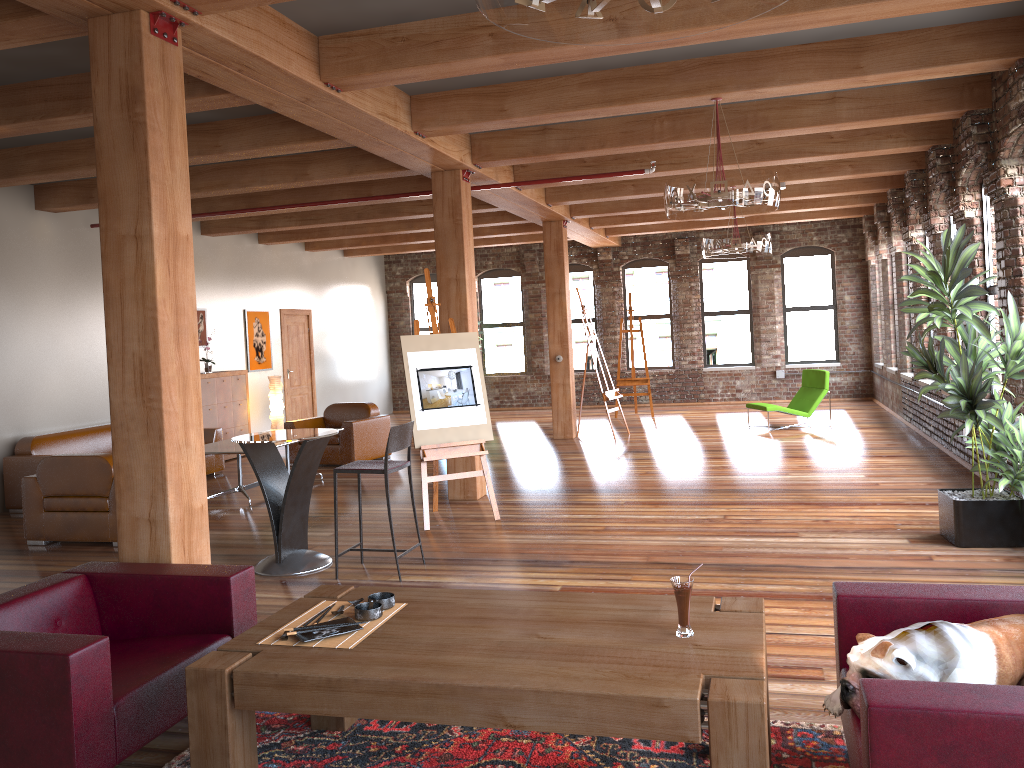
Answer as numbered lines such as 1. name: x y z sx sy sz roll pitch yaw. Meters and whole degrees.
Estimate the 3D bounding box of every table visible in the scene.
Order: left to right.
1. table: -2.593 0.859 9.273 0.939 0.559 1.874 -2 3 16
2. table: -1.548 0.811 6.160 0.721 0.924 0.723 -2 2 40
3. table: -0.048 1.099 2.968 1.749 0.549 0.902 -2 3 16

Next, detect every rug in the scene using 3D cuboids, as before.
1. rug: -0.081 1.372 2.977 2.461 0.009 1.346 -2 3 16

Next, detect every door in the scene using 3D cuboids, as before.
1. door: -3.618 -0.190 14.816 0.226 2.119 1.032 -3 1 16

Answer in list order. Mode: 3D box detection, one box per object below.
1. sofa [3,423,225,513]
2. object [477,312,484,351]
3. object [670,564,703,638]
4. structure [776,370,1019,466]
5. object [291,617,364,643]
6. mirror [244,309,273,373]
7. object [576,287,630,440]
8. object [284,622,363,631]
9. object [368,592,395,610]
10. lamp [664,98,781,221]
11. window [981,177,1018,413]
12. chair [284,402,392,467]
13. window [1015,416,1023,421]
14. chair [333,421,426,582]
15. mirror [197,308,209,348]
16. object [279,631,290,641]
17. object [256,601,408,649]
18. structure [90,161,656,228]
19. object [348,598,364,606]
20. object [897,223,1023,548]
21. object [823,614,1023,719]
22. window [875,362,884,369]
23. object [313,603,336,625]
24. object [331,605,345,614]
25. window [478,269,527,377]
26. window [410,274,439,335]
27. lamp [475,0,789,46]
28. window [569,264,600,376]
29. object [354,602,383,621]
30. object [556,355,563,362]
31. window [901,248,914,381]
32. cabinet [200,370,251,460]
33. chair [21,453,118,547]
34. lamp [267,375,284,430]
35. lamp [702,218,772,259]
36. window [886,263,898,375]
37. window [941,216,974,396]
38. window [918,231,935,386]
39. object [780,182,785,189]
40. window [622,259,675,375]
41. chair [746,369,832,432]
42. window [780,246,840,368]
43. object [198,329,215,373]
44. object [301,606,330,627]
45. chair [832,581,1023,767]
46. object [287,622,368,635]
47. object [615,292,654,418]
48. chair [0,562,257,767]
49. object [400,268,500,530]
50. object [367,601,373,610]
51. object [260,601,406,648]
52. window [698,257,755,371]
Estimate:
1. sofa: -4.294 0.828 9.854 0.951 0.734 2.417 -2 3 16
2. object: -1.074 -0.459 17.386 1.080 2.102 0.967 -3 1 -6
3. object: 0.551 0.685 2.812 0.076 0.232 0.095 -4 1 -41
4. structure: 4.634 0.318 9.485 1.633 0.313 13.731 -2 3 9
5. object: -0.629 0.839 3.009 0.213 0.018 0.154 -5 4 -29
6. mirror: -3.893 -0.671 13.629 0.025 0.951 0.695 -3 2 16
7. object: 1.187 -0.316 12.529 0.684 2.139 0.663 -3 1 26
8. object: -0.640 0.826 3.027 0.270 0.008 0.007 -4 2 -10
9. object: -0.481 0.804 3.269 0.098 0.043 0.099 0 4 42
10. lamp: 1.473 -1.621 6.293 0.810 0.814 0.809 -4 2 -32
11. window: 4.254 -0.869 7.830 0.232 2.214 0.970 -3 1 16
12. chair: -2.218 0.635 11.311 1.063 0.735 0.832 -2 2 26
13. window: 3.861 -0.767 6.417 0.235 2.214 0.970 -3 1 16
14. chair: -0.895 0.758 5.882 0.466 0.981 0.430 -3 1 16
15. mirror: -4.350 -0.756 12.031 0.025 0.548 0.695 -3 2 16
16. object: -0.761 0.847 2.967 0.018 0.021 0.059 -3 3 2
17. object: -0.619 0.842 3.126 0.352 0.001 0.470 -2 3 16
18. structure: -1.883 -1.980 9.475 6.804 0.112 0.051 -2 1 16
19. object: -0.584 0.818 3.314 0.059 0.021 0.018 -5 3 -32
20. object: 3.122 -0.010 5.885 0.966 2.102 1.082 -2 1 29
21. object: 1.320 0.845 2.640 0.755 0.296 0.365 -4 2 -13
22. window: 6.237 -1.383 14.916 0.232 2.214 0.970 -3 1 16
23. object: -0.680 0.836 3.213 0.007 0.008 0.271 -3 3 5
24. object: -0.627 0.820 3.232 0.045 0.030 0.153 -3 3 0
25. window: -0.181 -1.248 17.938 0.968 2.168 0.086 -3 1 16
26. window: -1.616 -1.197 18.342 0.968 2.168 0.086 -3 1 16
27. lamp: 0.281 -1.312 2.031 0.810 0.814 0.809 -4 2 -33
28. window: 1.216 -1.265 17.477 0.968 2.226 0.221 -3 1 16
29. object: -0.510 0.812 3.155 0.099 0.043 0.098 -5 4 -36
30. object: 0.660 -0.354 12.477 0.095 0.095 0.061 -2 2 16
31. window: 5.440 -1.176 12.064 0.233 2.214 0.970 -3 1 16
32. cabinet: -4.069 0.449 12.077 0.418 1.208 1.188 -3 2 16
33. chair: -3.414 0.916 7.537 1.063 0.735 0.832 -2 2 16
34. lamp: -3.410 0.419 12.900 0.271 1.113 0.261 -3 1 -29
35. lamp: 2.645 -1.925 10.479 0.810 0.814 0.809 -5 3 -38
36. window: 5.835 -1.279 13.478 0.231 2.214 0.970 -3 1 16
37. window: 4.652 -0.972 9.242 0.236 2.214 0.970 -3 1 16
38. window: 5.044 -1.074 10.656 0.230 2.214 0.970 -3 1 16
39. object: 3.125 -2.323 10.373 0.145 0.072 0.148 -2 3 16
40. window: 2.626 -1.315 17.080 0.968 2.226 0.221 -3 1 16
41. chair: 3.893 0.217 12.529 0.956 0.796 0.681 -3 2 -9
42. window: 5.470 -1.421 16.282 0.968 2.217 0.219 -3 1 16
43. object: -4.150 -0.442 11.963 0.370 0.589 0.298 -3 1 10
44. object: -0.708 0.839 3.183 0.007 0.008 0.271 -3 3 11
45. chair: 1.430 1.022 2.548 0.865 0.592 1.073 -2 3 16
46. object: -0.625 0.827 3.003 0.270 0.008 0.007 -4 2 -18
47. object: 2.071 -0.519 15.244 0.661 2.139 0.685 -3 1 11
48. chair: -1.655 1.130 3.440 0.865 0.592 1.073 -2 3 16
49. object: -0.575 0.068 7.501 0.702 2.139 0.684 -3 1 -24
50. object: -0.502 0.786 3.127 0.045 0.079 0.137 -3 3 -19
51. object: -0.620 0.842 3.127 0.332 0.003 0.472 -2 3 16
52. window: 4.041 -1.370 16.684 0.968 2.217 0.219 -3 1 16
